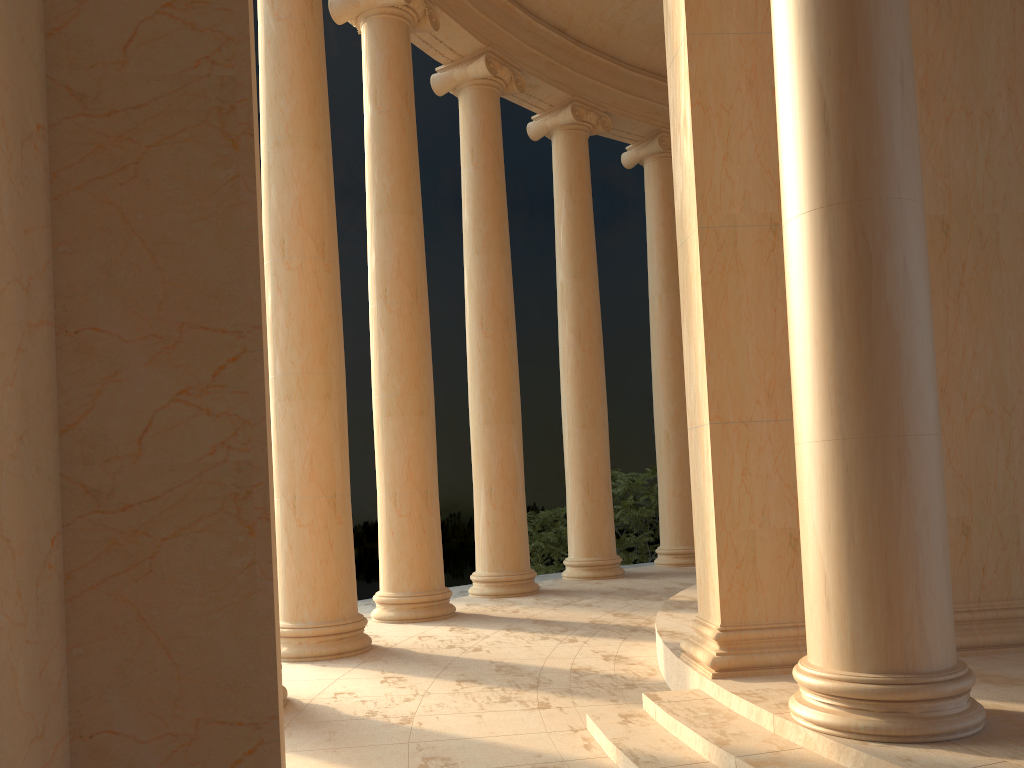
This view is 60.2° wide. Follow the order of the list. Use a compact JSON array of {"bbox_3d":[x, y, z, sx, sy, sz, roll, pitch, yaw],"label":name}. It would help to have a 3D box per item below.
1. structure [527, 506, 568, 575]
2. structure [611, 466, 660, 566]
[{"bbox_3d":[49.524,307.214,1519.587,149.317,187.733,156.176,-3,-4,7],"label":"structure"},{"bbox_3d":[237.051,295.104,1606.753,247.106,298.547,238.609,-3,-4,-2],"label":"structure"}]
